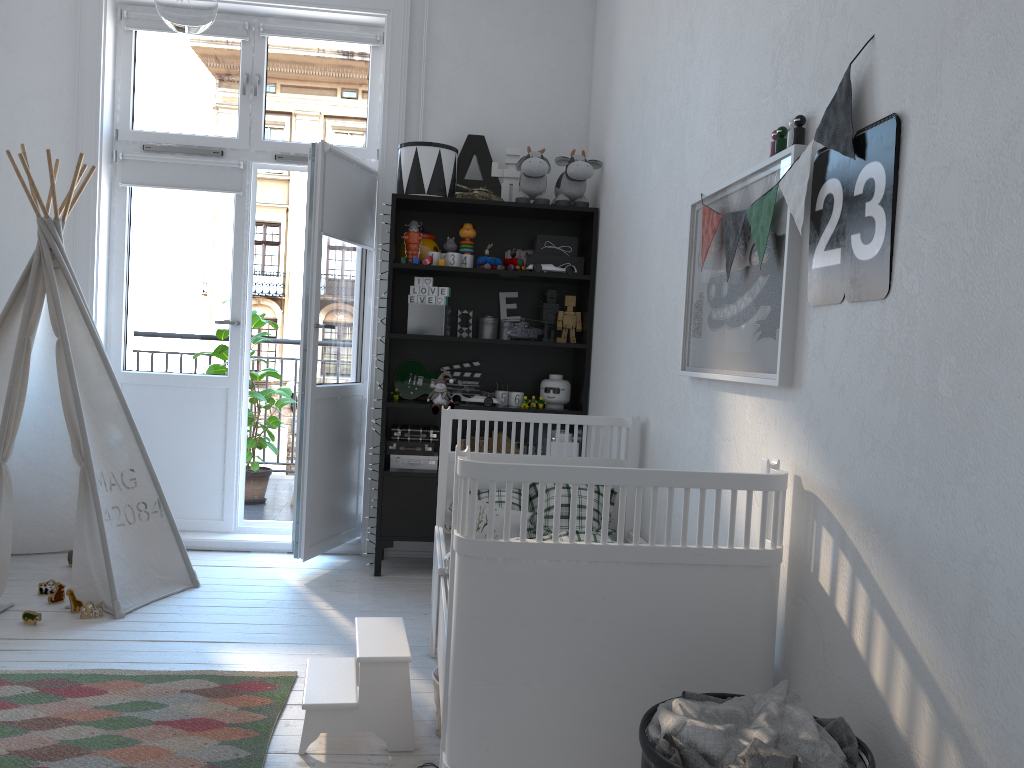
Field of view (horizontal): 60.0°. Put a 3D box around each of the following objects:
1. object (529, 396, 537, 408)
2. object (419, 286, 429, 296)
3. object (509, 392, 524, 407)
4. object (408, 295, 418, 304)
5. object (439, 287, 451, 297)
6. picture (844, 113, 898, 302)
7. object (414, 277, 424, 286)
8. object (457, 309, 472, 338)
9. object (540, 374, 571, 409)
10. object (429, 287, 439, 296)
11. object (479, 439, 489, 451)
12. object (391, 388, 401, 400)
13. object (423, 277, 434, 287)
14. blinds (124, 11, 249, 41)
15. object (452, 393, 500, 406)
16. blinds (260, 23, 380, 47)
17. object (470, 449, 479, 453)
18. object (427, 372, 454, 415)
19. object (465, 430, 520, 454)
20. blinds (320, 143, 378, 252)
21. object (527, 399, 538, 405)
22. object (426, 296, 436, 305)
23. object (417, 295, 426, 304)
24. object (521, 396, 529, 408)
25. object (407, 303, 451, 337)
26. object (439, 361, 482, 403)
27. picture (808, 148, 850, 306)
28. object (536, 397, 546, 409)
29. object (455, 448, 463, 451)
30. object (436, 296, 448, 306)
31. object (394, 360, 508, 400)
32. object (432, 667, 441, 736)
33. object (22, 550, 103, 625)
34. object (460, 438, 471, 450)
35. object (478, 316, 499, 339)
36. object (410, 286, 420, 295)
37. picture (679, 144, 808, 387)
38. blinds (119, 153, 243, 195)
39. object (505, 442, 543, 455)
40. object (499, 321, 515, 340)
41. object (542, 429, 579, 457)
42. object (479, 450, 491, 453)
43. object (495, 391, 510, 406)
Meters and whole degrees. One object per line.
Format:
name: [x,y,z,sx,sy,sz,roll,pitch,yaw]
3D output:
object: [0.097,0.081,4.050,0.042,0.054,0.031,3,2,-6]
object: [-0.387,-0.413,3.948,0.040,0.040,0.040,4,2,14]
object: [0.019,0.071,4.042,0.067,0.067,0.067,3,2,8]
object: [-0.439,-0.376,3.957,0.040,0.040,0.040,3,2,9]
object: [-0.298,-0.408,3.934,0.040,0.040,0.040,4,2,19]
picture: [0.614,-0.296,1.522,0.013,0.305,0.152,3,3,-6]
object: [-0.412,-0.455,3.950,0.040,0.040,0.040,3,2,-1]
object: [-0.223,-0.283,4.193,0.070,0.135,0.028,3,3,-6]
object: [0.200,0.037,4.110,0.139,0.162,0.139,2,3,-31]
object: [-0.342,-0.411,3.941,0.040,0.040,0.040,4,3,24]
object: [-0.135,0.277,4.042,0.050,0.050,0.050,4,2,14]
object: [-0.535,0.046,4.091,0.042,0.054,0.031,3,2,4]
object: [-0.371,-0.453,3.944,0.040,0.040,0.040,3,2,4]
blinds: [-1.536,-1.694,4.193,0.565,0.087,0.032,3,3,-6]
object: [-0.166,0.072,4.031,0.230,0.048,0.098,4,2,19]
blinds: [-0.919,-1.676,4.257,0.565,0.060,0.032,3,3,-6]
object: [-0.176,0.325,4.025,0.050,0.050,0.050,3,2,-6]
object: [-0.308,0.041,3.897,0.110,0.186,0.129,2,3,-19]
object: [-0.118,0.307,4.165,0.337,0.186,0.111,3,2,9]
blinds: [-0.726,-0.832,4.035,0.032,0.391,0.565,4,2,14]
object: [0.047,0.083,4.203,0.163,0.034,0.069,3,2,-6]
object: [-0.357,-0.371,3.944,0.040,0.040,0.040,3,2,9]
object: [-0.400,-0.374,3.959,0.040,0.040,0.040,3,2,-1]
object: [0.060,0.082,3.993,0.031,0.054,0.042,5,3,44]
object: [-0.372,-0.286,3.986,0.170,0.138,0.124,3,2,9]
object: [-0.243,-0.012,4.169,0.201,0.199,0.048,3,3,-6]
picture: [0.599,-0.300,1.675,0.010,0.302,0.151,3,3,-6]
object: [0.130,0.084,4.024,0.042,0.054,0.031,5,3,39]
object: [-0.235,0.321,4.039,0.050,0.050,0.050,3,2,-6]
object: [-0.312,-0.369,3.937,0.040,0.040,0.040,4,3,24]
object: [-0.288,0.016,4.192,0.542,0.239,0.093,3,3,-5]
object: [-0.115,0.856,2.430,0.215,0.148,0.240,3,2,1]
object: [-1.620,0.669,3.452,0.385,0.284,0.856,2,2,-14]
object: [-0.214,0.273,4.031,0.050,0.050,0.050,3,2,-6]
object: [-0.111,-0.265,4.171,0.095,0.110,0.095,3,2,-1]
object: [-0.431,-0.416,3.955,0.040,0.040,0.040,3,2,4]
picture: [0.538,-0.254,2.157,0.030,0.493,0.703,3,2,-6]
blinds: [-1.573,-1.001,4.224,0.565,0.158,0.032,3,3,-6]
object: [0.022,0.338,4.270,0.347,0.120,0.034,3,3,-6]
object: [-0.006,-0.248,4.098,0.078,0.091,0.246,3,2,-11]
object: [0.223,0.318,4.112,0.132,0.199,0.267,3,2,-6]
object: [-0.126,0.326,4.058,0.050,0.050,0.050,3,2,-6]
object: [-0.045,0.066,4.082,0.067,0.067,0.067,3,2,8]
